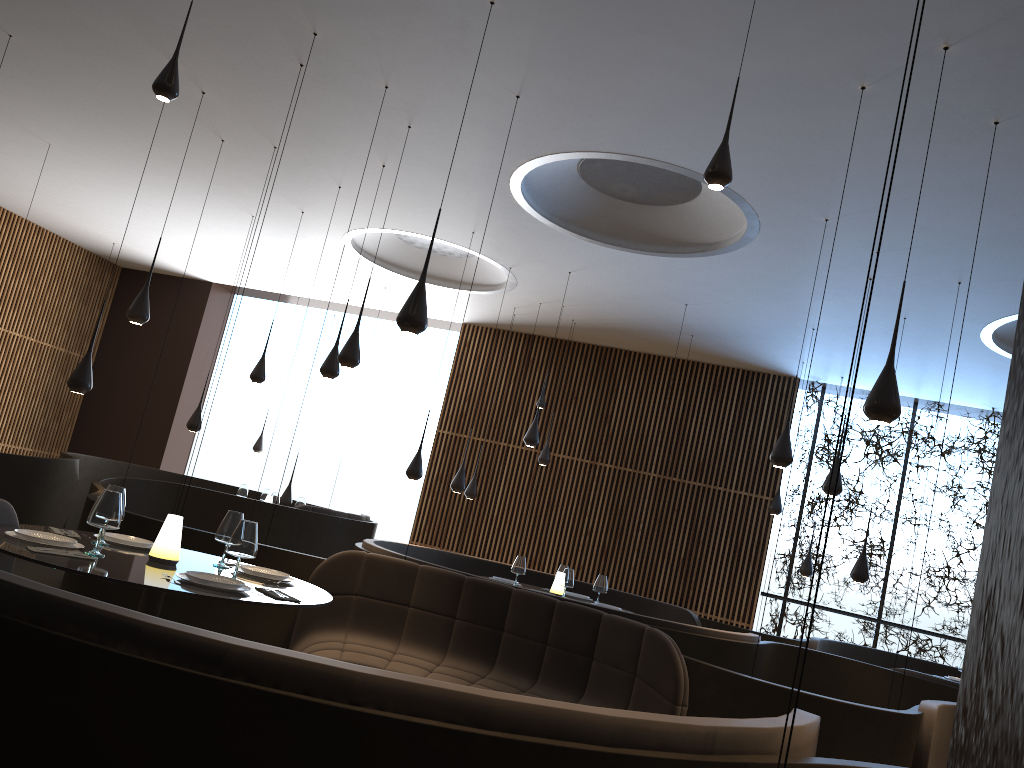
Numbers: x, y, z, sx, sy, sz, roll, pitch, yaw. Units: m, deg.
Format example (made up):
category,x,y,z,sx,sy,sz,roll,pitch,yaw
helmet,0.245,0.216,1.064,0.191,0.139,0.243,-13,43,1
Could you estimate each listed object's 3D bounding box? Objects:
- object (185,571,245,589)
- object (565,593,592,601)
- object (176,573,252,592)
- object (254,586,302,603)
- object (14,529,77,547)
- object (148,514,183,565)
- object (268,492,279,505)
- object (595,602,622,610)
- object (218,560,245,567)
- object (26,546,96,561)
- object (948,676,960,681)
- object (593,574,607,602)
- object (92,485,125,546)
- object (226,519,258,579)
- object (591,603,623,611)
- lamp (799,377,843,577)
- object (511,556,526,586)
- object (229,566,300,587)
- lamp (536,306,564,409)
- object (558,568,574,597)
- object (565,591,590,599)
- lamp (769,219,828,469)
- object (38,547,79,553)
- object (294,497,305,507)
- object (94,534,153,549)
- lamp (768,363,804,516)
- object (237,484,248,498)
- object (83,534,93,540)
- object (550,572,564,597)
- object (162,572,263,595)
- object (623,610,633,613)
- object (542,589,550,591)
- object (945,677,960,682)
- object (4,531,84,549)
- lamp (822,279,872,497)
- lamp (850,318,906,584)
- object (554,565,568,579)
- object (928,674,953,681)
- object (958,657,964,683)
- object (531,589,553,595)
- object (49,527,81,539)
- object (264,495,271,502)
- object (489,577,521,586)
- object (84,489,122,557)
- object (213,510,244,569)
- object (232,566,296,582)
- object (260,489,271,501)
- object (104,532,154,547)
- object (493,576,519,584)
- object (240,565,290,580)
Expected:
category,x,y,z,sx,sy,sz,roll,pitch,yaw
object,-1.319,0.873,3.930,0.263,0.029,0.264,13,-9,2
object,0.664,2.177,9.067,0.331,0.014,0.333,9,-10,25
object,-1.321,0.883,3.929,0.332,0.014,0.332,16,-9,-17
object,-1.083,0.972,4.094,0.127,0.017,0.262,20,-11,-36
object,-2.116,0.702,4.020,0.264,0.029,0.263,19,-11,-32
object,-1.670,0.754,4.319,0.142,0.231,0.145,14,-8,-9
object,-3.098,1.552,11.514,0.141,0.294,0.142,10,-8,20
object,0.912,2.122,8.431,0.263,0.029,0.264,11,-9,12
object,-1.484,1.010,4.910,0.263,0.017,0.126,20,-11,-38
object,-1.926,0.726,3.787,0.263,0.017,0.126,21,-12,-42
object,5.058,3.343,9.996,0.264,0.029,0.263,20,-11,-36
object,0.859,2.015,8.665,0.141,0.294,0.142,7,-10,38
object,-2.037,0.663,4.479,0.142,0.294,0.142,16,-8,-23
object,-1.276,0.791,4.177,0.142,0.294,0.142,17,-9,-27
object,0.910,2.131,8.430,0.331,0.014,0.333,7,-11,34
lamp,4.515,1.323,12.837,0.196,2.951,0.195,19,-9,-37
object,0.060,1.813,8.565,0.142,0.294,0.142,16,-8,-21
object,-1.302,1.007,4.663,0.205,0.012,0.410,21,-12,-42
lamp,0.566,-0.387,12.606,0.133,1.504,0.133,12,-8,12
object,0.500,1.858,8.209,0.142,0.294,0.142,15,-8,-12
object,0.667,2.167,9.068,0.263,0.029,0.263,16,-9,-16
lamp,2.508,-0.367,7.626,0.196,2.216,0.195,19,-9,-37
object,-2.122,0.712,4.022,0.410,0.012,0.205,5,-12,42
object,-2.883,1.685,12.027,0.142,0.294,0.142,15,-8,-15
object,-2.038,0.838,4.689,0.331,0.014,0.333,10,-9,18
lamp,3.931,0.766,12.583,0.196,2.216,0.195,19,-9,-37
object,-3.610,1.488,11.857,0.142,0.294,0.142,11,-8,14
object,-2.035,0.840,4.692,0.412,0.012,0.204,20,-11,-37
object,0.456,1.945,8.619,0.144,0.231,0.143,8,-9,33
object,-1.324,0.883,3.925,0.412,0.012,0.204,21,-12,-41
object,1.055,2.213,8.684,0.261,0.017,0.127,8,-10,28
object,0.386,2.137,9.178,0.126,0.017,0.263,10,-9,19
object,5.056,3.352,9.994,0.331,0.014,0.333,11,-9,14
object,-2.118,0.711,4.019,0.332,0.014,0.333,13,-9,-1
lamp,3.351,0.017,8.761,0.196,2.216,0.195,19,-9,-37
lamp,4.031,0.695,9.653,0.195,2.951,0.197,12,-8,12
object,0.500,1.981,8.973,0.142,0.294,0.142,15,-8,-16
object,4.776,3.279,9.902,0.127,0.017,0.262,17,-10,-21
object,5.011,3.168,9.797,0.142,0.294,0.142,12,-8,12
object,0.268,1.917,8.095,0.262,0.029,0.264,7,-11,32
object,-2.291,0.762,4.539,0.127,0.017,0.262,19,-11,-33
object,-3.273,1.604,11.894,0.142,0.231,0.145,7,-10,38
object,-0.067,1.956,8.760,0.332,0.014,0.333,14,-9,-7
object,-1.861,0.633,4.039,0.141,0.294,0.142,8,-9,35
object,-1.502,0.823,4.699,0.141,0.294,0.142,11,-8,16
object,-1.306,1.005,4.666,0.333,0.014,0.331,20,-11,-38
object,-3.418,1.601,12.279,0.142,0.294,0.142,15,-8,-10
object,-2.036,0.829,4.690,0.262,0.029,0.264,10,-10,21
object,-0.065,1.947,8.761,0.262,0.029,0.264,8,-10,31
object,-1.303,0.996,4.667,0.264,0.029,0.263,19,-11,-35
